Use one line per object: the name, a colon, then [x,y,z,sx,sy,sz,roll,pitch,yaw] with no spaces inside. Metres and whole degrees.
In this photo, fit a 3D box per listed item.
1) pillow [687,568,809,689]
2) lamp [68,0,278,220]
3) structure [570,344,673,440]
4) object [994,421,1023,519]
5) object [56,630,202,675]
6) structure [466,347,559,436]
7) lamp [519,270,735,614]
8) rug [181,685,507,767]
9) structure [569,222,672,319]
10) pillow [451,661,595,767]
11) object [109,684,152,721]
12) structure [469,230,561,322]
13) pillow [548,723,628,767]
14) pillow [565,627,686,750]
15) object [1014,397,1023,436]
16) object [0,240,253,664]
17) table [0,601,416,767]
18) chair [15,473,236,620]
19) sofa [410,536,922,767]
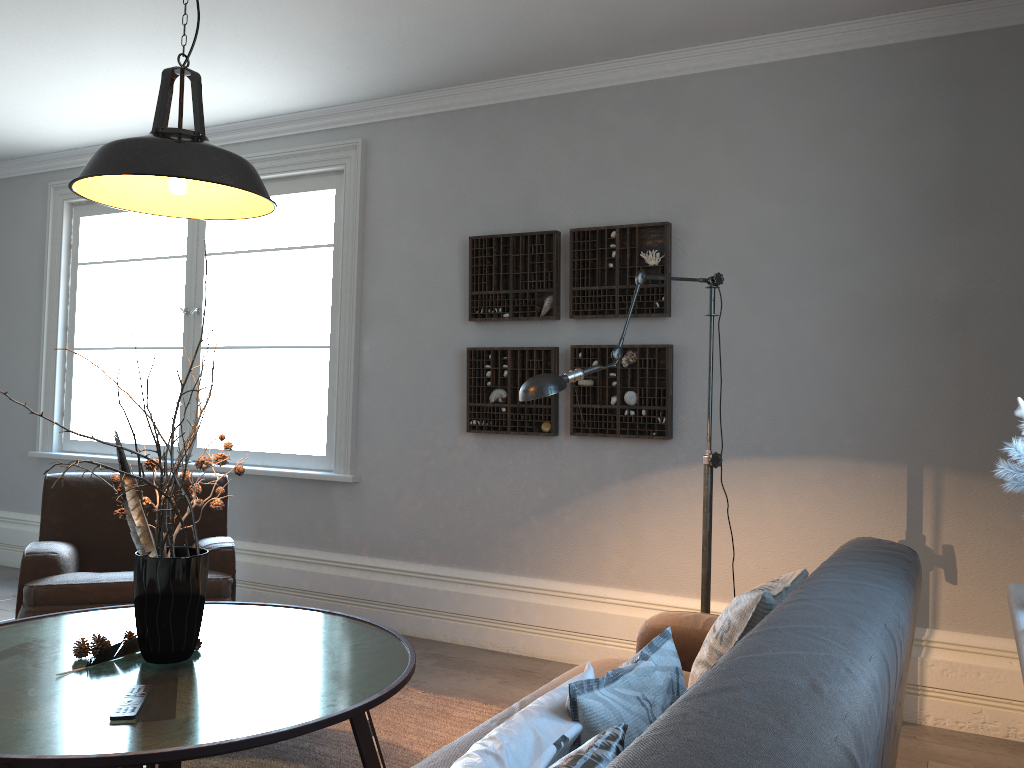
pillow: [0.596,0.649,2.226,0.240,0.369,0.519,1,-2,28]
lamp: [-0.850,-1.013,2.310,0.504,1.076,0.504,2,-2,-15]
structure: [0.485,0.031,3.969,0.468,0.416,0.086,1,-2,28]
object: [1.129,0.244,1.779,0.262,0.424,0.247,3,-2,-27]
object: [-0.985,0.669,2.284,0.153,0.067,0.404,0,-2,45]
structure: [-0.003,0.031,4.222,0.468,0.416,0.086,1,-2,28]
lamp: [0.918,0.446,2.997,1.864,1.645,0.797,2,-2,-25]
rug: [-0.891,1.141,2.198,2.400,0.090,2.818,1,-2,28]
structure: [0.478,-0.505,3.988,0.468,0.416,0.105,1,-2,27]
pillow: [-0.013,0.609,1.304,0.188,0.309,0.470,1,-2,28]
object: [-0.821,0.685,1.917,0.051,0.011,0.207,2,-2,-12]
structure: [0.013,-0.510,4.257,0.468,0.416,0.099,1,-2,28]
pillow: [-0.007,0.616,1.074,0.183,0.288,0.542,1,-2,29]
pillow: [0.188,0.630,1.528,0.159,0.348,0.472,1,-2,25]
object: [0.745,0.224,1.197,0.128,0.410,0.239,1,-2,24]
object: [-0.988,0.162,2.210,0.525,1.066,0.853,2,-2,-2]
table: [-0.905,0.947,2.247,1.300,0.503,1.299,1,-2,20]
chair: [-1.627,0.811,3.811,0.807,0.795,0.970,2,-2,-21]
sofa: [0.188,0.790,1.678,0.968,0.825,2.164,1,-2,28]
